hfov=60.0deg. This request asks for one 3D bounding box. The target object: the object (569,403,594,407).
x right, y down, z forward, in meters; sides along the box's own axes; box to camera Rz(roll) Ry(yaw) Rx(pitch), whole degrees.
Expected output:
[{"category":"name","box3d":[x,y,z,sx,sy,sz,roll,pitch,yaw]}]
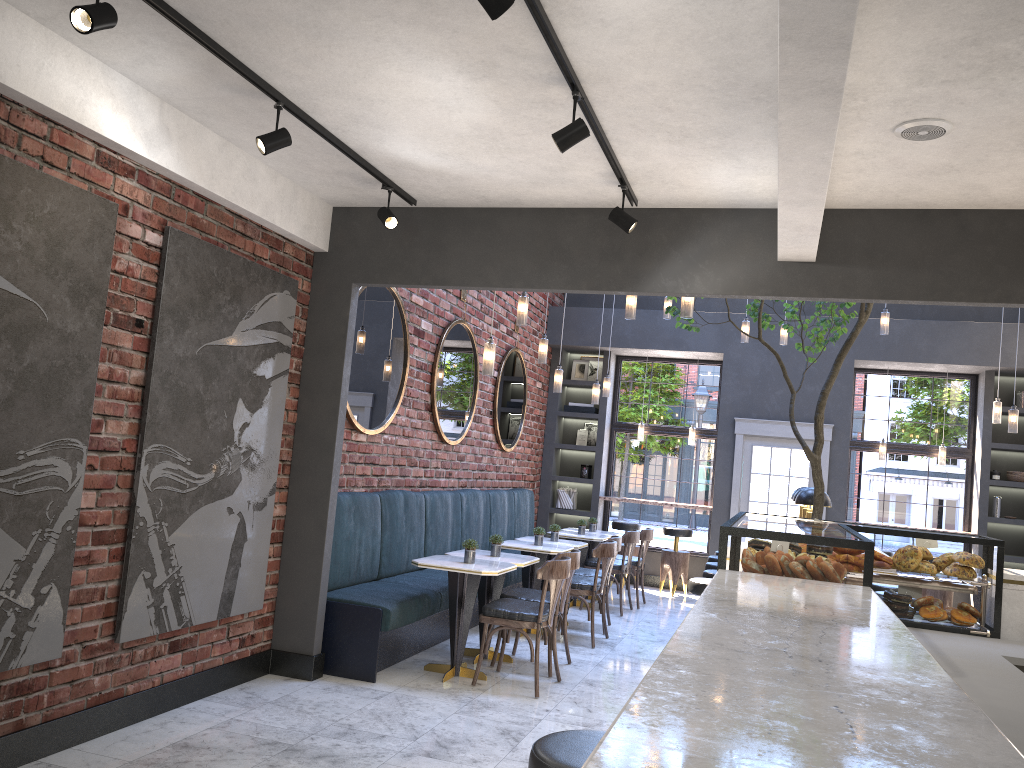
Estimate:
[{"category":"object","box3d":[0.925,0.288,11.807,0.327,0.039,0.227,5,-5,7]}]

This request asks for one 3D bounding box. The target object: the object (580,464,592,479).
[{"category":"object","box3d":[0.977,1.154,11.681,0.152,0.181,0.152,8,-6,-35]}]

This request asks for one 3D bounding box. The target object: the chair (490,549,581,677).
[{"category":"chair","box3d":[0.200,1.619,6.446,0.521,0.850,0.539,4,-5,18]}]

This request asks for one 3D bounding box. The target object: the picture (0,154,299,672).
[{"category":"picture","box3d":[-1.839,0.207,4.123,0.033,2.026,2.824,4,-5,17]}]

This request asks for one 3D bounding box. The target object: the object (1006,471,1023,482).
[{"category":"object","box3d":[5.894,1.079,10.259,0.305,0.123,0.305,1,-6,38]}]

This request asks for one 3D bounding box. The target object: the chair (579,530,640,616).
[{"category":"chair","box3d":[1.045,1.942,9.291,0.521,0.850,0.539,4,-5,18]}]

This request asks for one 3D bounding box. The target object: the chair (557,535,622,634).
[{"category":"chair","box3d":[0.720,1.818,8.195,0.521,0.850,0.539,4,-5,11]}]

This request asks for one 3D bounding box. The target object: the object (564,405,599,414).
[{"category":"object","box3d":[0.920,0.348,11.790,0.412,0.084,0.287,4,-5,17]}]

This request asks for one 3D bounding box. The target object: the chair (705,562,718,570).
[{"category":"chair","box3d":[1.837,1.934,7.673,0.371,0.737,0.372,8,-5,-30]}]

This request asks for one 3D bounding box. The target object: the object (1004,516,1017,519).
[{"category":"object","box3d":[5.711,1.534,10.166,0.130,0.026,0.130,5,-5,0]}]

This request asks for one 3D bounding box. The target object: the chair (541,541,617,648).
[{"category":"chair","box3d":[0.601,1.753,7.575,0.521,0.850,0.539,4,-5,18]}]

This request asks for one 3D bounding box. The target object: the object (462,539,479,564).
[{"category":"object","box3d":[-0.284,1.128,6.000,0.118,0.165,0.123,6,-5,-5]}]

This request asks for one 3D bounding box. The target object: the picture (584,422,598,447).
[{"category":"picture","box3d":[1.079,0.685,11.922,0.247,0.326,0.044,4,-5,17]}]

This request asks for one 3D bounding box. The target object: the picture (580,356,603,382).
[{"category":"picture","box3d":[1.091,-0.188,12.000,0.361,0.369,0.055,4,-5,17]}]

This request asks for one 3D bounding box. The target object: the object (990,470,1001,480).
[{"category":"object","box3d":[5.623,1.062,10.318,0.116,0.119,0.117,6,-5,-7]}]

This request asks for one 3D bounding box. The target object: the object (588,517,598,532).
[{"category":"object","box3d":[0.909,1.582,9.987,0.118,0.165,0.123,6,-5,-5]}]

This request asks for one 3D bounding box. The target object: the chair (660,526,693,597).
[{"category":"chair","box3d":[2.026,2.197,11.002,0.372,0.820,0.371,7,-5,-20]}]

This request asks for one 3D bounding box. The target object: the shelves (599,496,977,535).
[{"category":"shelves","box3d":[3.278,1.623,10.971,4.402,0.043,0.385,4,-5,17]}]

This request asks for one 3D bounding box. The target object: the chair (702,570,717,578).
[{"category":"chair","box3d":[1.670,1.860,6.996,0.372,0.737,0.371,1,-6,44]}]

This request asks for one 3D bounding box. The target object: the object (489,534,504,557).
[{"category":"object","box3d":[-0.118,1.191,6.555,0.118,0.165,0.123,6,-5,-5]}]

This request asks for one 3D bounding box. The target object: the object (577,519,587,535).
[{"category":"object","box3d":[0.743,1.519,9.432,0.118,0.165,0.123,6,-5,-5]}]

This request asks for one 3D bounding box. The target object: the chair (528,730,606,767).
[{"category":"chair","box3d":[0.188,1.250,2.003,0.372,0.820,0.371,7,-5,-20]}]

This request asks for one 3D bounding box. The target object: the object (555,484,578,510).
[{"category":"object","box3d":[0.726,1.493,11.735,0.250,0.323,0.241,4,-5,17]}]

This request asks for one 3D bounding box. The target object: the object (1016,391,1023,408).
[{"category":"object","box3d":[5.999,0.193,10.336,0.214,0.214,0.213,3,-5,26]}]

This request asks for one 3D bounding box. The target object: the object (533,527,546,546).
[{"category":"object","box3d":[0.236,1.326,7.736,0.118,0.165,0.123,6,-5,-5]}]

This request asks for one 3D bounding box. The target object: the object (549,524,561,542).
[{"category":"object","box3d":[0.402,1.389,8.291,0.118,0.165,0.123,6,-5,-5]}]

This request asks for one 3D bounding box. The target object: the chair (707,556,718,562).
[{"category":"chair","box3d":[2.006,2.007,8.343,0.370,0.737,0.372,5,-5,8]}]

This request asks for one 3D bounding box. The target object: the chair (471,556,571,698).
[{"category":"chair","box3d":[0.093,1.560,5.877,0.521,0.850,0.539,4,-5,18]}]

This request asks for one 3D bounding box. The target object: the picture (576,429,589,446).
[{"category":"picture","box3d":[0.944,0.724,11.932,0.161,0.227,0.049,4,-5,17]}]

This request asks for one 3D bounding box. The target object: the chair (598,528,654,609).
[{"category":"chair","box3d":[1.275,2.009,9.823,0.521,0.850,0.497,4,-5,16]}]

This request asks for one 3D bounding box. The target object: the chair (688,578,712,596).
[{"category":"chair","box3d":[1.427,1.781,6.338,0.371,0.737,0.372,8,-5,-30]}]

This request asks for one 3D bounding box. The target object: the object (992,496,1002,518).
[{"category":"object","box3d":[5.599,1.419,10.240,0.098,0.247,0.098,8,-5,-33]}]

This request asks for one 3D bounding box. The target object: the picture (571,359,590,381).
[{"category":"picture","box3d":[0.921,-0.177,12.013,0.230,0.313,0.061,4,-5,17]}]
